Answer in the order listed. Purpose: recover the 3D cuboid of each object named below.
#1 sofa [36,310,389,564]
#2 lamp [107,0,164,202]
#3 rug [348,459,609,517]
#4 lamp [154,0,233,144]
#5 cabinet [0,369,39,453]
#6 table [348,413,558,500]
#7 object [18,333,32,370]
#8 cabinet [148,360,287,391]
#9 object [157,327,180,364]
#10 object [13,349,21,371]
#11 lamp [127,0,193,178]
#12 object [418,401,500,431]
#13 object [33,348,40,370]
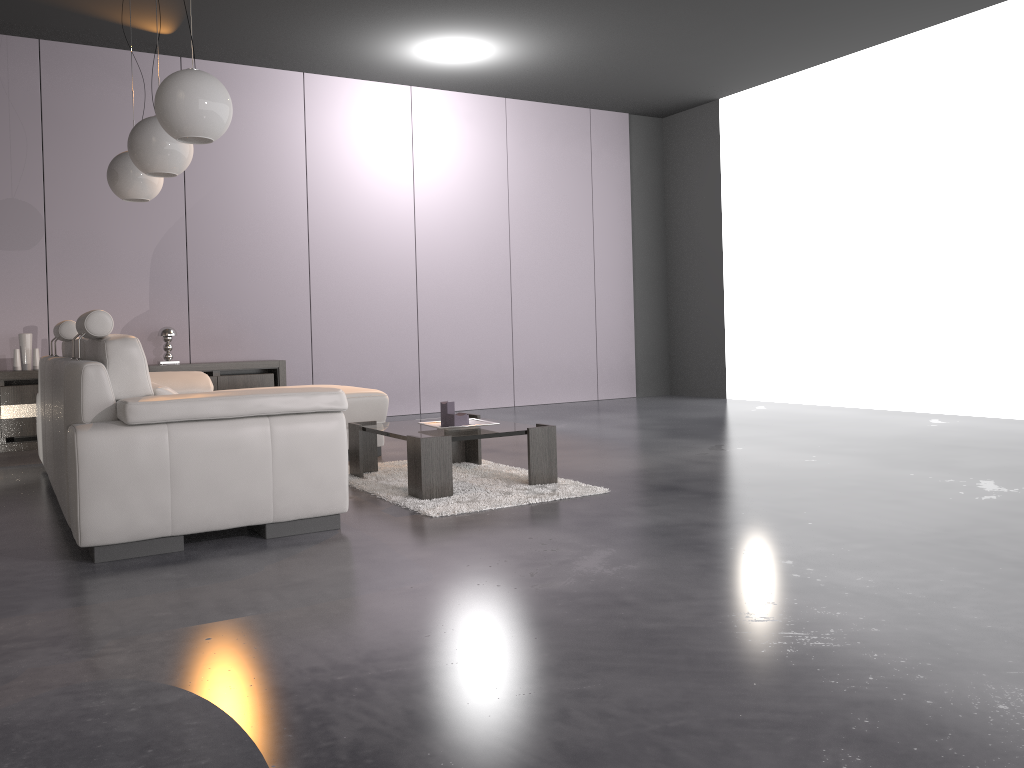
[{"bbox_3d":[-1.347,0.069,4.572,1.870,0.858,2.863,-3,4,-30],"label":"sofa"},{"bbox_3d":[-2.219,-1.781,5.178,0.307,1.414,0.307,-2,1,-27],"label":"lamp"},{"bbox_3d":[-0.314,0.473,4.374,0.917,0.023,1.527,-4,4,-30],"label":"rug"},{"bbox_3d":[-1.336,-1.718,3.673,0.306,1.414,0.307,-1,1,27],"label":"lamp"},{"bbox_3d":[-3.598,0.188,6.230,1.073,0.554,0.377,-3,2,-30],"label":"cabinet"},{"bbox_3d":[-0.317,0.334,4.389,0.701,0.270,0.905,-3,4,-30],"label":"table"},{"bbox_3d":[-3.498,-0.233,6.374,0.089,0.263,0.089,-1,1,21],"label":"object"},{"bbox_3d":[-2.350,0.110,6.959,1.073,0.554,0.377,-3,2,-30],"label":"cabinet"},{"bbox_3d":[-2.649,-0.299,6.819,0.140,0.284,0.140,-2,1,-30],"label":"object"},{"bbox_3d":[-3.504,-0.171,6.268,0.051,0.152,0.051,-1,1,38],"label":"object"},{"bbox_3d":[-1.767,-1.749,4.411,0.307,1.414,0.307,-2,1,-27],"label":"lamp"},{"bbox_3d":[-0.263,0.145,4.289,0.304,0.136,0.304,-3,3,-26],"label":"object"},{"bbox_3d":[-3.399,-0.177,6.330,0.051,0.152,0.051,-1,1,38],"label":"object"}]
